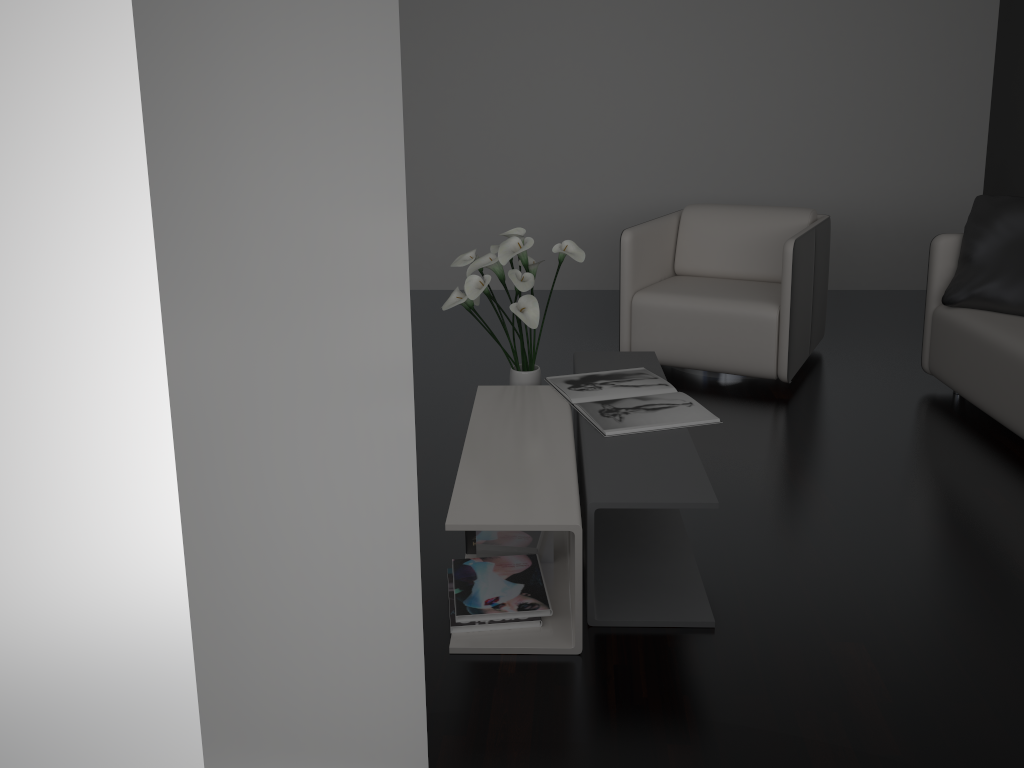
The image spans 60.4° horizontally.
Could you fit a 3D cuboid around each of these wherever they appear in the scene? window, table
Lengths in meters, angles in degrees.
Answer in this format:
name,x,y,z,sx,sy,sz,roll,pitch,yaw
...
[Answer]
name,x,y,z,sx,sy,sz,roll,pitch,yaw
window,-0.072,-0.384,0.062,8.049,1.400,0.113,0,11,4
table,0.023,0.305,2.420,0.298,0.305,0.996,0,17,2
table,0.351,0.226,2.656,0.298,0.305,1.294,0,17,3

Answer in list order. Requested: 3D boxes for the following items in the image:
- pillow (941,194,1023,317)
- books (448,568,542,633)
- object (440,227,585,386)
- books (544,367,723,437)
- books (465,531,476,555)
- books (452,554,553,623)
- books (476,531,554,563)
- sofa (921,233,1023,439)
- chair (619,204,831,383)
name,x,y,z,sx,sy,sz,roll,pitch,yaw
pillow,2.028,-0.493,3.430,0.281,0.438,0.574,-12,19,-40
books,-0.048,0.522,2.166,0.213,0.016,0.270,-3,18,-5
object,-0.013,-0.112,2.964,0.447,0.778,0.387,-4,13,-12
books,0.352,0.040,2.711,0.359,0.016,0.563,-6,18,-14
books,-0.011,0.339,2.348,0.233,0.257,0.051,0,12,2
books,-0.030,0.500,2.180,0.227,0.016,0.270,-3,18,-5
books,0.006,0.338,2.317,0.205,0.277,0.007,0,11,2
sofa,2.168,-0.013,2.616,0.919,0.643,2.303,0,17,2
chair,1.031,-0.483,4.165,0.771,0.645,0.939,7,17,28
